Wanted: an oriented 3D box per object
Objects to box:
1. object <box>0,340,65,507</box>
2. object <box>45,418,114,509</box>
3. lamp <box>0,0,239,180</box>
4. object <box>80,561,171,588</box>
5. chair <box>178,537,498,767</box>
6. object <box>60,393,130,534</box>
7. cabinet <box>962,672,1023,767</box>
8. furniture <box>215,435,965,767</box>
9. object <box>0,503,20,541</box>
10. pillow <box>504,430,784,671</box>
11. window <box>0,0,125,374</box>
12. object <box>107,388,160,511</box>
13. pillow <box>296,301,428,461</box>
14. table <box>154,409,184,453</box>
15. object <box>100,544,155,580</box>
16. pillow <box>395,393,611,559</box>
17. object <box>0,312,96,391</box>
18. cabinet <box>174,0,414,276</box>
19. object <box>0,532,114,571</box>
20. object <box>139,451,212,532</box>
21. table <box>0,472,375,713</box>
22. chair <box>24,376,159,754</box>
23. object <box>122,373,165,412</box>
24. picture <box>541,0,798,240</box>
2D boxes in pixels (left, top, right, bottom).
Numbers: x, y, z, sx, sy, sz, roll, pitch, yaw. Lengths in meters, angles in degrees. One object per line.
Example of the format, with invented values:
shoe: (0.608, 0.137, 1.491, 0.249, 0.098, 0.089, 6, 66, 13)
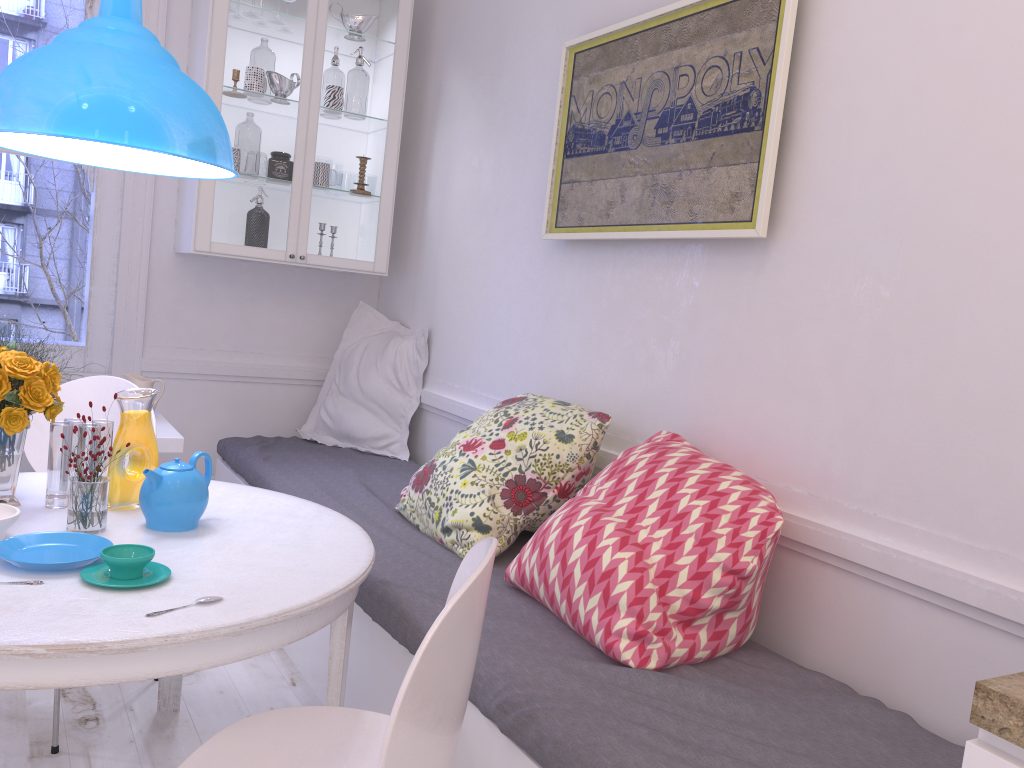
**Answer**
object: (-1.086, 0.086, 1.895, 0.235, 0.351, 0.234, 9, 6, 24)
object: (-0.960, 0.176, 1.972, 0.101, 0.186, 0.122, 6, 5, -1)
lamp: (-0.822, -1.486, 1.967, 0.568, 1.948, 0.568, 7, 5, 3)
object: (-0.675, 0.334, 1.554, 0.147, 0.011, 0.147, 4, 6, -28)
chair: (-0.307, 0.615, 1.297, 0.483, 0.845, 0.604, 7, 5, 4)
object: (-0.838, 0.156, 1.784, 0.128, 0.287, 0.128, 3, 6, -29)
cabinet: (0.978, 0.813, 0.688, 0.654, 0.842, 1.036, 3, 6, -31)
furniture: (-0.176, 0.681, 2.575, 0.769, 0.508, 3.296, 3, 6, -31)
object: (-1.012, 0.266, 1.672, 0.147, 0.052, 0.147, 7, 5, 12)
pillow: (0.323, 0.350, 2.053, 0.491, 0.424, 0.587, 4, 6, -28)
window: (-2.180, -0.968, 3.445, 1.234, 1.782, 0.181, 3, 6, -31)
object: (-0.852, 0.145, 2.000, 0.094, 0.267, 0.116, 6, 5, -4)
pillow: (-0.621, -0.036, 3.912, 0.677, 0.642, 0.374, 9, 6, 30)
table: (-1.951, 0.399, 2.889, 1.514, 0.619, 0.736, 3, 6, -31)
object: (-0.673, 0.314, 1.552, 0.088, 0.043, 0.088, 4, 6, -23)
pillow: (-0.015, 0.255, 2.640, 0.509, 0.447, 0.592, 4, 6, -26)
object: (-1.700, -0.063, 2.994, 0.668, 0.367, 0.531, 6, 5, -6)
cabinet: (-0.913, -1.163, 3.757, 0.823, 1.311, 0.425, 3, 6, -31)
object: (-0.830, 0.306, 1.608, 0.196, 0.023, 0.196, 1, 7, -43)
object: (-0.716, 0.227, 1.898, 0.156, 0.151, 0.150, 4, 6, -27)
table: (-0.883, 0.611, 1.815, 1.140, 0.629, 1.140, 6, 5, -2)
chair: (-1.263, 0.410, 2.375, 0.604, 0.845, 0.483, 8, 5, 15)
object: (-1.357, 0.043, 3.247, 0.115, 0.152, 0.127, 11, 7, 42)
picture: (0.380, -0.719, 2.462, 0.020, 0.629, 0.971, 3, 6, -31)
